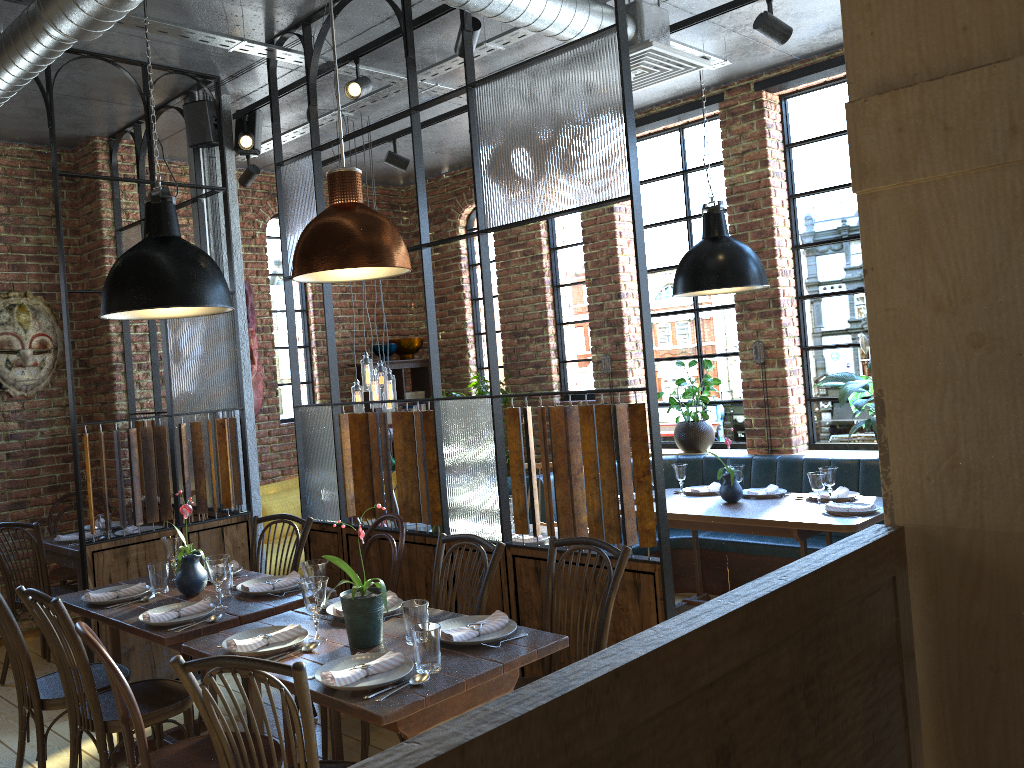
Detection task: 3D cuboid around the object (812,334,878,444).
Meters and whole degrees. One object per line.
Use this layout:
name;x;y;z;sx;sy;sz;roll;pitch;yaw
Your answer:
object;2.194;0.051;5.319;0.767;0.751;0.580;-4;0;43

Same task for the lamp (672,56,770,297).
lamp;1.123;-1.181;4.990;0.509;1.327;0.549;-4;-1;-28

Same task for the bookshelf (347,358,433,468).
bookshelf;-0.984;0.627;7.829;0.331;1.668;0.779;-5;-1;44

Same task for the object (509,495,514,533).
object;-0.006;0.633;4.200;0.099;0.192;0.098;-5;0;2

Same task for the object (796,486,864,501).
object;1.766;0.611;4.906;0.257;0.051;0.340;-6;1;-42

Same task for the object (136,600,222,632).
object;-1.197;0.822;3.173;0.257;0.051;0.340;-6;1;-42

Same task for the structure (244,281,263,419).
structure;-2.135;-0.242;7.046;0.227;1.146;0.226;-5;-1;0

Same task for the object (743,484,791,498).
object;1.459;0.631;5.193;0.257;0.051;0.340;-6;1;-42

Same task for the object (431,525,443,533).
object;-0.317;0.545;4.021;0.136;0.427;0.212;-5;0;-13

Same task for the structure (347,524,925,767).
structure;-2.242;0.803;0.999;5.157;0.995;1.230;-4;1;21

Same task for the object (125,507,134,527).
object;-2.387;0.836;5.489;0.082;0.119;0.086;-5;0;-15

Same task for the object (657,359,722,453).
object;1.308;0.154;6.300;0.374;0.663;0.528;-5;0;-23

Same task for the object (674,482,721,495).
object;1.181;0.648;5.464;0.257;0.051;0.340;-6;1;-42

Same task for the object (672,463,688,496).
object;1.038;0.589;5.416;0.096;0.192;0.101;-5;0;-17

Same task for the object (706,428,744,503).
object;1.235;0.462;5.052;0.131;0.431;0.226;-4;0;-28

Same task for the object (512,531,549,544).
object;0.051;0.702;4.059;0.310;0.051;0.282;-6;1;-42

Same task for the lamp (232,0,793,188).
lamp;-1.309;-1.459;2.477;7.562;0.274;5.977;-4;2;44

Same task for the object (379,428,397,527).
object;-0.849;0.632;5.795;0.272;0.704;0.161;-5;-1;36

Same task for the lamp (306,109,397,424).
lamp;-1.082;-0.765;5.961;0.488;2.120;0.297;-4;-1;-20

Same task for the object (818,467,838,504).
object;1.714;0.548;4.756;0.096;0.192;0.101;-5;0;-17

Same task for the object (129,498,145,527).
object;-2.268;0.793;5.353;0.095;0.192;0.102;-5;0;-26

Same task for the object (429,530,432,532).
object;-0.291;0.723;4.377;0.310;0.051;0.282;-6;1;-42

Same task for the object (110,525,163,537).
object;-2.192;0.861;5.214;0.310;0.051;0.282;-6;1;-42

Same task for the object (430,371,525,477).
object;-0.283;0.655;7.252;0.889;1.529;0.700;-5;0;23

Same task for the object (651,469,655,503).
object;0.864;0.607;5.251;0.096;0.192;0.101;-5;0;-17

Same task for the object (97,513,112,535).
object;-2.454;0.845;5.313;0.082;0.119;0.086;-5;0;-15

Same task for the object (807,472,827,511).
object;1.598;0.560;4.595;0.096;0.192;0.101;-5;0;-17

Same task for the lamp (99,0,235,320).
lamp;-1.444;-0.944;3.575;0.507;1.327;0.551;-4;-1;-33

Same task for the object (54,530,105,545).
object;-2.530;0.889;5.159;0.257;0.051;0.340;-6;1;-42

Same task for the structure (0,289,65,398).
structure;-3.248;-0.267;5.848;0.133;0.727;0.562;-5;-1;44

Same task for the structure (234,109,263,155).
structure;-1.603;-1.533;5.353;0.183;0.268;0.167;-5;0;-5

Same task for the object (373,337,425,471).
object;-0.975;0.481;7.832;0.342;1.762;0.582;-5;-1;38

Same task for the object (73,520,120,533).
object;-2.570;0.885;5.519;0.310;0.051;0.282;-6;1;-42

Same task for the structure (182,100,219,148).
structure;-1.806;-1.514;5.148;0.170;0.268;0.179;-5;0;17

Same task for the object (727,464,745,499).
object;1.317;0.572;5.150;0.096;0.192;0.101;-5;0;-17

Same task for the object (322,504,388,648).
object;-0.478;0.585;2.700;0.198;0.427;0.149;-5;-1;-12

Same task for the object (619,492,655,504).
object;0.772;0.682;5.385;0.310;0.051;0.282;-6;1;-42

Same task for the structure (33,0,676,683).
structure;-1.249;-0.061;1.973;6.079;3.327;5.797;-4;1;28

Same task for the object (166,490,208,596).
object;-1.311;0.634;3.562;0.131;0.431;0.226;-4;0;-28

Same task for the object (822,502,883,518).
object;1.734;0.623;4.485;0.310;0.051;0.282;-6;1;-42

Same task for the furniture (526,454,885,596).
furniture;1.511;0.902;5.158;2.733;0.822;1.303;-4;1;44

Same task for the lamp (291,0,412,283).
lamp;-0.539;-0.995;2.691;0.378;1.335;0.358;-5;-1;17
